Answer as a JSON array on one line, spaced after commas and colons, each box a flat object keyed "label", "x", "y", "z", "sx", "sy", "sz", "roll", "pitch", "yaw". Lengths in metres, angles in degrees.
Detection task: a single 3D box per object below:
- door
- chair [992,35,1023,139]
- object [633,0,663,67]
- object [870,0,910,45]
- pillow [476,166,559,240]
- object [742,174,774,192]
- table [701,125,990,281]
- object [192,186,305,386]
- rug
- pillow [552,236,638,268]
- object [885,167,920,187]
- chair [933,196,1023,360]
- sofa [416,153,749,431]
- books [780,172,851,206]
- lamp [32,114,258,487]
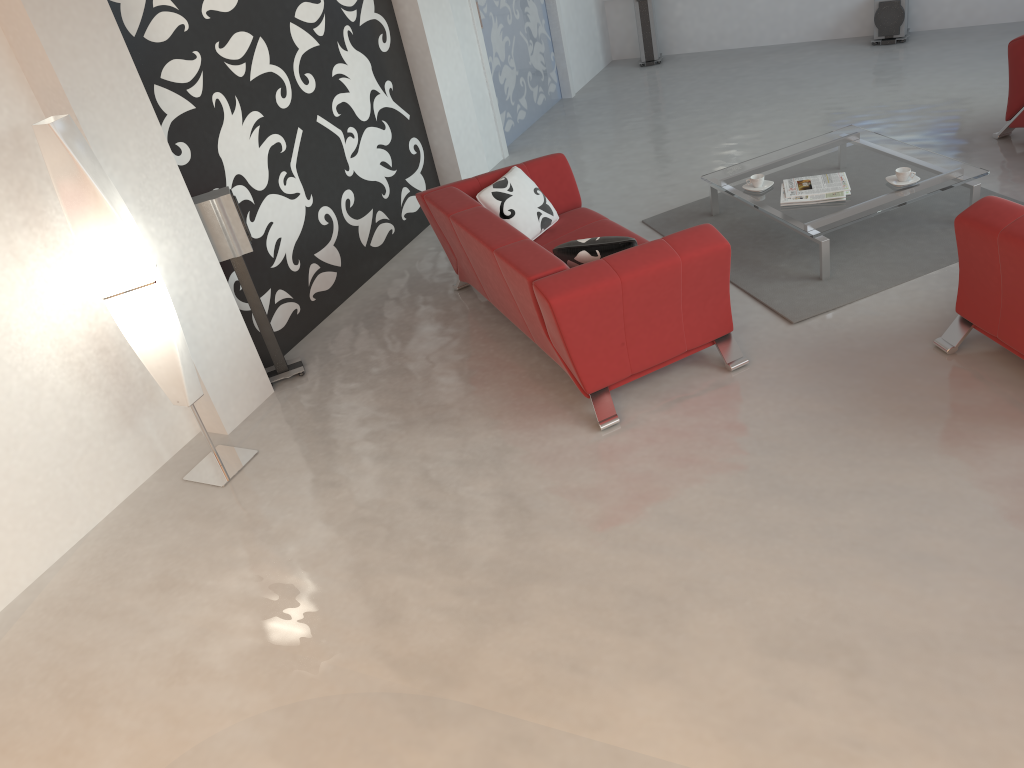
[{"label": "door", "x": -0.088, "y": -3.406, "z": 7.411, "sx": 0.240, "sy": 2.550, "sz": 1.600, "roll": 5, "pitch": 37, "yaw": 28}, {"label": "chair", "x": 3.630, "y": -1.732, "z": 5.105, "sx": 0.951, "sy": 0.738, "sz": 1.288, "roll": -18, "pitch": 32, "yaw": -6}, {"label": "object", "x": 1.292, "y": -3.753, "z": 8.693, "sx": 0.255, "sy": 1.184, "sz": 0.273, "roll": -4, "pitch": 34, "yaw": 15}, {"label": "object", "x": 3.371, "y": -3.257, "z": 7.888, "sx": 0.336, "sy": 0.374, "sz": 0.337, "roll": 5, "pitch": 37, "yaw": 28}, {"label": "pillow", "x": 0.037, "y": -1.001, "z": 5.034, "sx": 0.288, "sy": 0.343, "sz": 0.402, "roll": 11, "pitch": 40, "yaw": 33}, {"label": "object", "x": 1.435, "y": -1.179, "z": 5.178, "sx": 0.153, "sy": 0.069, "sz": 0.153, "roll": -31, "pitch": 36, "yaw": -25}, {"label": "table", "x": 1.896, "y": -1.101, "z": 5.213, "sx": 1.097, "sy": 0.286, "sz": 1.162, "roll": -20, "pitch": 33, "yaw": -10}, {"label": "object", "x": -1.420, "y": -0.504, "z": 4.812, "sx": 0.229, "sy": 1.112, "sz": 0.214, "roll": -20, "pitch": 33, "yaw": -10}, {"label": "rug", "x": 1.915, "y": -0.978, "z": 5.289, "sx": 1.700, "sy": 0.025, "sz": 1.700, "roll": -20, "pitch": 33, "yaw": -10}, {"label": "pillow", "x": 0.436, "y": -0.575, "z": 4.226, "sx": 0.402, "sy": 0.343, "sz": 0.288, "roll": 0, "pitch": 35, "yaw": 22}, {"label": "object", "x": 2.135, "y": -1.137, "z": 4.845, "sx": 0.153, "sy": 0.069, "sz": 0.153, "roll": -14, "pitch": 32, "yaw": 0}, {"label": "chair", "x": 2.566, "y": -0.462, "z": 3.564, "sx": 1.288, "sy": 0.738, "sz": 0.951, "roll": -18, "pitch": 32, "yaw": -6}, {"label": "sofa", "x": 0.282, "y": -0.637, "z": 4.712, "sx": 0.951, "sy": 0.738, "sz": 1.929, "roll": -23, "pitch": 33, "yaw": -14}, {"label": "books", "x": 1.705, "y": -1.099, "z": 4.984, "sx": 0.367, "sy": 0.035, "sz": 0.345, "roll": -1, "pitch": 34, "yaw": 19}, {"label": "lamp", "x": -1.647, "y": -0.318, "z": 3.990, "sx": 0.313, "sy": 1.779, "sz": 0.313, "roll": 11, "pitch": 40, "yaw": 34}]
